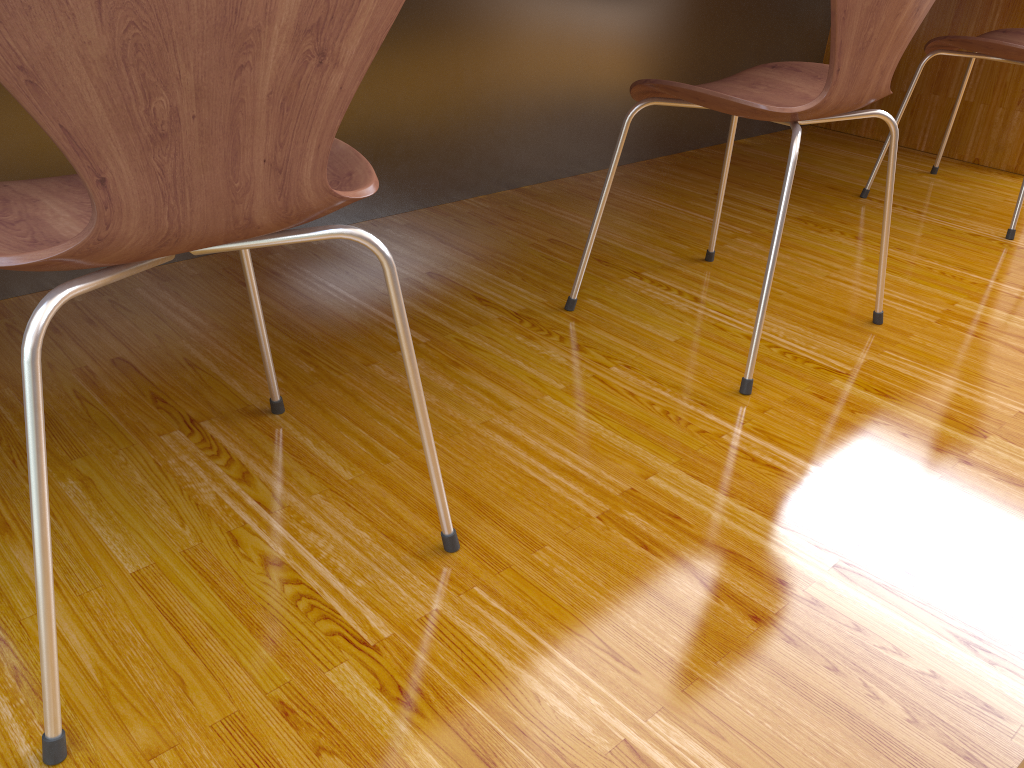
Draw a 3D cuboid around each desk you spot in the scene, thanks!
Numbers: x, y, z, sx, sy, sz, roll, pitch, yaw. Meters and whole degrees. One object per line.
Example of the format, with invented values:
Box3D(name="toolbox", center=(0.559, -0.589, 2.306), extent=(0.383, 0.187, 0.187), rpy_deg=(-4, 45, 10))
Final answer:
Box3D(name="desk", center=(0.184, -0.568, 1.705), extent=(3.356, 0.606, 0.760), rpy_deg=(-22, 38, -38))

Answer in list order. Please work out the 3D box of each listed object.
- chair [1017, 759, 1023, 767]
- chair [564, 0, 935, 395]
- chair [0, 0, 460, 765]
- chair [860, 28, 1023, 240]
Box3D(name="chair", center=(0.368, 0.181, 0.299), extent=(0.428, 0.693, 0.381), rpy_deg=(-22, 38, -38))
Box3D(name="chair", center=(0.392, -0.419, 1.378), extent=(0.428, 0.693, 0.381), rpy_deg=(-22, 38, -38))
Box3D(name="chair", center=(-0.317, -0.134, 0.778), extent=(0.428, 0.693, 0.381), rpy_deg=(-22, 38, -38))
Box3D(name="chair", center=(1.183, -0.763, 2.092), extent=(0.428, 0.693, 0.381), rpy_deg=(-22, 38, -38))
